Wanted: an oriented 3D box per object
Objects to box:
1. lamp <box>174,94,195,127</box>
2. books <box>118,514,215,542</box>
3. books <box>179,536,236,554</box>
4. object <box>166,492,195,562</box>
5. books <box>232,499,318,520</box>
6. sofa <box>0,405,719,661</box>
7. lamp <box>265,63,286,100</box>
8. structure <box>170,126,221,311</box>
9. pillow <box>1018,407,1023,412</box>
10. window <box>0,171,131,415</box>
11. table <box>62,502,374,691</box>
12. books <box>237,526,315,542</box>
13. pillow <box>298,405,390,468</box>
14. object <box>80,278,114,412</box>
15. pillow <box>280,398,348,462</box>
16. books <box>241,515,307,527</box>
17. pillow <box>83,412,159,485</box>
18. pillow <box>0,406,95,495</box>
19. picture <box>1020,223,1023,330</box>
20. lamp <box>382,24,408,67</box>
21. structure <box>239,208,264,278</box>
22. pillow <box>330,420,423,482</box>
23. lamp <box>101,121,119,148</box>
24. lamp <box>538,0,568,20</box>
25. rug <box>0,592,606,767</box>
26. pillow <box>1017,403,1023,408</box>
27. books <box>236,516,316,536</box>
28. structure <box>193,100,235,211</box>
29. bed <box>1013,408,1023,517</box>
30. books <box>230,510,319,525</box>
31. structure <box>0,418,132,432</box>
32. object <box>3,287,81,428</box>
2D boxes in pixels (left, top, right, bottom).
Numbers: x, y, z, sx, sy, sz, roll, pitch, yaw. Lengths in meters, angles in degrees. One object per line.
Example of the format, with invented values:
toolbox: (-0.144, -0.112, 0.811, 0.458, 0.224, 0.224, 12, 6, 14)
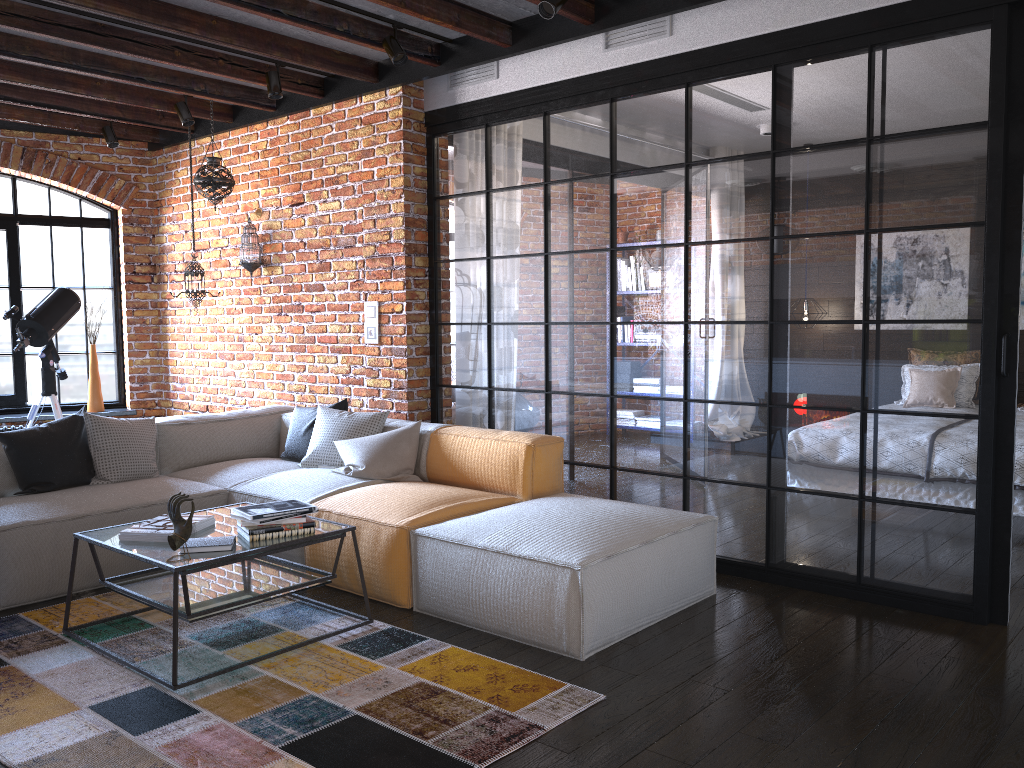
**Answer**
lamp: (-2.161, -1.802, 5.847, 0.134, 0.208, 0.090, 0, 4, 8)
books: (-1.327, 0.554, 3.426, 0.225, 0.038, 0.308, 0, 4, 11)
books: (-1.087, 0.572, 3.173, 0.182, 0.029, 0.129, -1, 4, -12)
object: (-1.128, 0.485, 3.027, 0.099, 0.223, 0.093, -1, 5, -10)
books: (-0.910, 0.479, 3.400, 0.268, 0.014, 0.196, -4, 5, -38)
sofa: (-1.097, 0.606, 4.047, 3.300, 0.698, 2.535, 3, 5, 40)
lamp: (-1.385, -1.768, 5.179, 0.113, 0.194, 0.085, 0, 5, 12)
structure: (-2.242, -1.229, 6.219, 0.338, 1.438, 0.389, 3, 6, 41)
pillow: (4.151, 0.085, 6.614, 0.620, 0.304, 0.360, 3, 5, 37)
window: (-4.445, -0.701, 6.520, 3.292, 2.234, 0.177, -3, 5, -32)
table: (-1.145, 0.759, 3.453, 0.848, 0.389, 0.842, 3, 6, 41)
books: (-0.908, 0.557, 3.403, 0.247, 0.024, 0.209, -3, 5, -30)
pillow: (-0.948, 0.309, 4.944, 0.495, 0.354, 0.293, 2, 5, 26)
object: (-3.235, -0.307, 6.959, 0.270, 1.054, 0.299, -3, 5, -29)
pillow: (-1.169, 0.277, 5.205, 0.510, 0.400, 0.263, 2, 5, 35)
books: (-0.918, 0.511, 3.421, 0.239, 0.023, 0.190, -2, 4, -15)
pillow: (-2.054, 0.326, 4.697, 0.250, 0.402, 0.543, 1, 5, 23)
pillow: (-2.293, 0.332, 4.458, 0.238, 0.417, 0.538, 2, 5, 30)
picture: (4.239, -0.852, 6.858, 0.923, 0.864, 0.008, 3, 6, 41)
lamp: (-0.592, -1.719, 4.515, 0.150, 0.210, 0.093, 3, 6, 42)
structure: (-1.805, -0.978, 6.120, 0.169, 0.483, 0.169, 3, 6, 41)
pillow: (-0.712, 0.356, 4.656, 0.485, 0.314, 0.358, -1, 4, -6)
lamp: (-2.963, -1.845, 6.540, 0.134, 0.208, 0.093, 1, 5, 16)
lamp: (0.179, -1.678, 3.837, 0.082, 0.207, 0.159, 3, 6, 40)
rug: (-1.047, 0.996, 3.072, 2.364, 0.013, 1.431, 3, 5, 41)
pillow: (4.220, -0.003, 6.741, 0.646, 0.492, 0.306, 3, 6, 41)
books: (-0.907, 0.534, 3.402, 0.251, 0.023, 0.209, -3, 5, -30)
structure: (-1.980, -1.541, 5.873, 0.265, 0.779, 0.273, -1, 5, -10)
bed: (3.302, 0.472, 6.406, 2.232, 0.509, 2.121, 3, 5, 39)
books: (-0.910, 0.495, 3.401, 0.196, 0.014, 0.268, 3, 5, 39)
structure: (-3.355, 0.525, 6.708, 1.115, 0.476, 0.106, -3, 5, -32)
object: (-3.246, 0.067, 6.072, 0.570, 1.472, 0.616, -2, 5, -23)
